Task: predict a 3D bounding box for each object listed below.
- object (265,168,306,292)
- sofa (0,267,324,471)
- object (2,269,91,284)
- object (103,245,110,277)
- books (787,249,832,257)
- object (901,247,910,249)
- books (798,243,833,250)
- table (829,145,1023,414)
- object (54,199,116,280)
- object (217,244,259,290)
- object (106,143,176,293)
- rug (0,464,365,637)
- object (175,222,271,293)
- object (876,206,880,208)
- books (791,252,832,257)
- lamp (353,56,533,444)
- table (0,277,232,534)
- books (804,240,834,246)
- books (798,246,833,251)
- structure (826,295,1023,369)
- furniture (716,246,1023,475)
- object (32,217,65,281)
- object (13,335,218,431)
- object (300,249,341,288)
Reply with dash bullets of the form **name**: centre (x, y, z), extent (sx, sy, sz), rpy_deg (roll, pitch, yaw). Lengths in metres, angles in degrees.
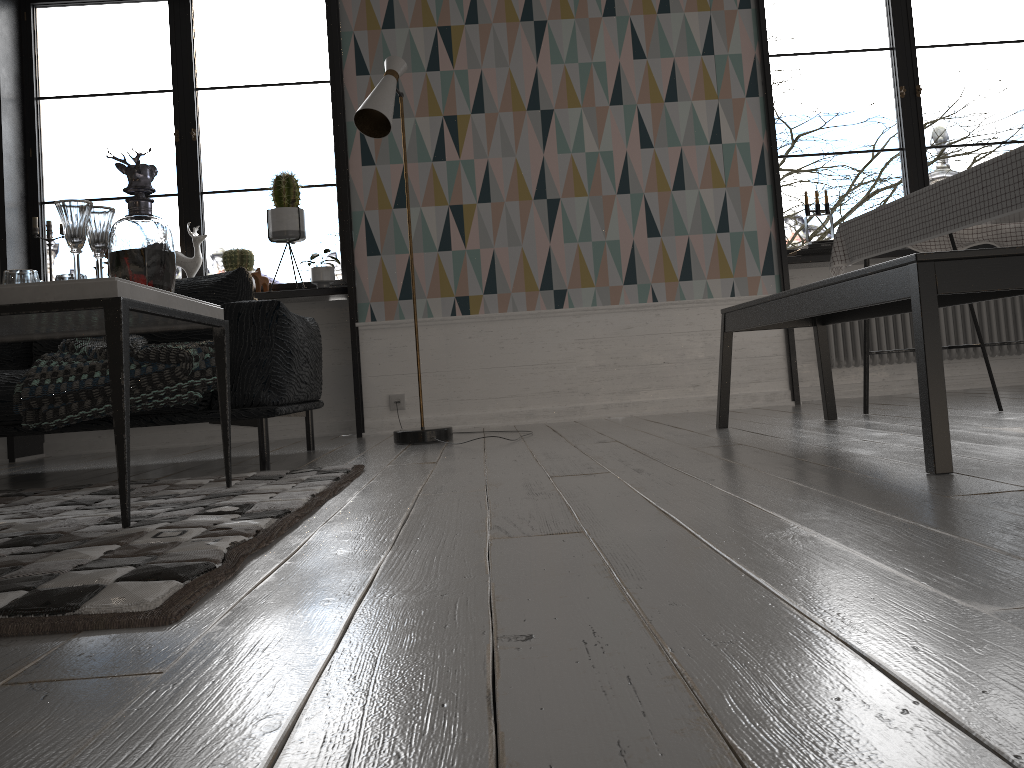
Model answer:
- **object**: centre (-1.202, -0.831, 4.731), extent (0.236, 0.673, 0.227), rpy_deg (-2, -3, -31)
- **sofa**: centre (-1.948, -0.021, 3.389), extent (2.340, 0.801, 0.968), rpy_deg (-4, -1, -3)
- **object**: centre (-1.135, -0.230, 2.227), extent (0.246, 0.087, 0.278), rpy_deg (-4, 0, -24)
- **object**: centre (-2.155, -0.614, 4.736), extent (0.123, 0.377, 0.123), rpy_deg (-4, -3, 2)
- **books**: centre (1.673, -0.721, 4.888), extent (0.271, 0.019, 0.183), rpy_deg (-4, 0, -3)
- **object**: centre (2.251, -0.838, 4.909), extent (0.268, 0.193, 0.152), rpy_deg (-4, -2, -2)
- **books**: centre (1.703, -0.754, 4.879), extent (0.198, 0.022, 0.162), rpy_deg (-4, 0, -1)
- **table**: centre (1.809, -0.290, 2.696), extent (0.931, 0.786, 2.021), rpy_deg (-4, 0, -2)
- **object**: centre (-1.006, -0.311, 2.099), extent (0.082, 0.228, 0.167), rpy_deg (-5, -2, 10)
- **object**: centre (-1.486, -0.617, 4.812), extent (0.235, 0.284, 0.212), rpy_deg (-3, -2, -28)
- **object**: centre (-0.968, -0.413, 2.316), extent (0.148, 0.418, 0.155), rpy_deg (-5, -3, 17)
- **rug**: centre (-1.684, 0.351, 1.863), extent (2.526, 0.034, 1.766), rpy_deg (-4, 1, -2)
- **object**: centre (-1.645, -0.663, 4.763), extent (0.662, 0.411, 0.134), rpy_deg (-4, -3, -1)
- **object**: centre (2.002, -0.853, 4.891), extent (0.194, 0.258, 0.115), rpy_deg (-4, -3, 8)
- **books**: centre (1.672, -0.706, 4.879), extent (0.268, 0.011, 0.161), rpy_deg (-4, 1, 1)
- **lamp**: centre (-0.317, -0.611, 4.121), extent (0.680, 1.708, 1.242), rpy_deg (-4, -2, -4)
- **table**: centre (-1.481, 0.094, 2.043), extent (1.456, 0.513, 0.730), rpy_deg (-4, -1, -2)
- **books**: centre (1.705, -0.775, 4.877), extent (0.153, 0.017, 0.123), rpy_deg (-4, 0, -1)
- **books**: centre (1.681, -0.736, 4.884), extent (0.216, 0.011, 0.174), rpy_deg (-4, 1, 4)
- **structure**: centre (2.356, -0.338, 5.018), extent (1.223, 0.430, 0.148), rpy_deg (-4, -3, -4)
- **furniture**: centre (1.036, -0.068, 2.627), extent (0.465, 0.457, 1.666), rpy_deg (-4, 0, -2)
- **object**: centre (-2.483, -0.647, 4.726), extent (0.162, 0.492, 0.145), rpy_deg (-6, -4, 34)
- **object**: centre (-1.333, -0.039, 3.120), extent (0.667, 0.330, 0.489), rpy_deg (-4, -1, -7)
- **object**: centre (-1.012, -0.611, 4.699), extent (0.171, 0.204, 0.246), rpy_deg (-4, -1, 0)
